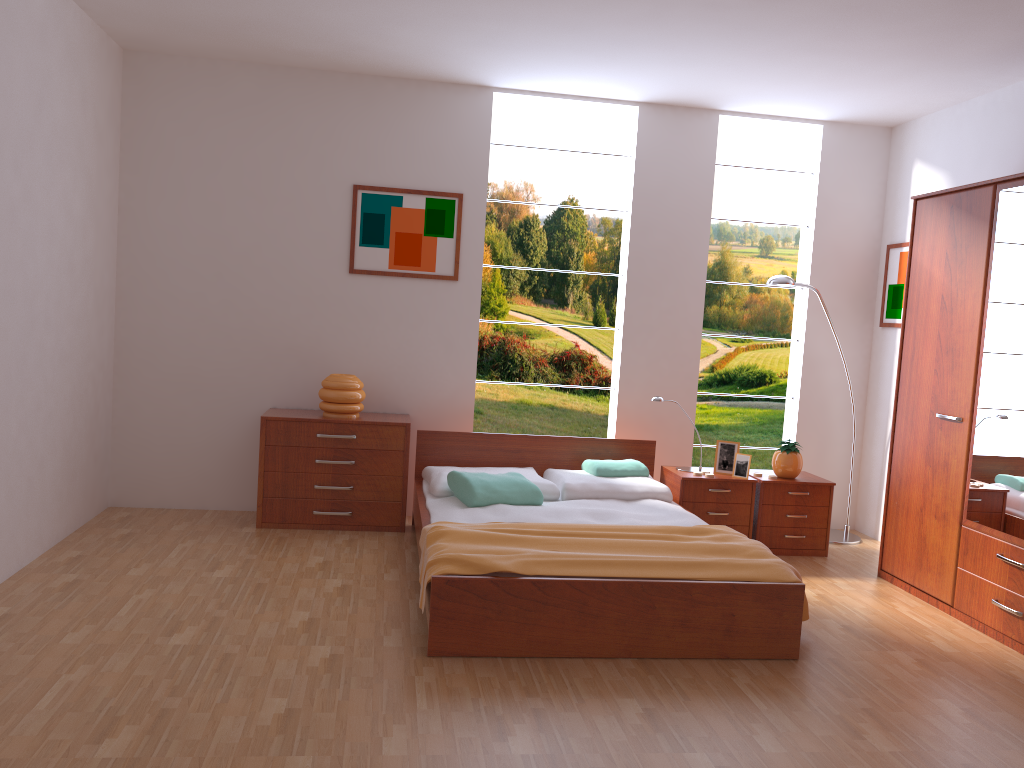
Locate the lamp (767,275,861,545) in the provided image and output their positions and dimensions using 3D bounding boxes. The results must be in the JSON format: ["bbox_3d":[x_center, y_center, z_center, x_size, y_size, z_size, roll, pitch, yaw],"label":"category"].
[{"bbox_3d":[1.862,0.168,5.378,0.799,1.603,0.387,1,5,-35],"label":"lamp"}]

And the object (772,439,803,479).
[{"bbox_3d":[1.581,0.428,5.087,0.169,0.223,0.170,1,5,-29],"label":"object"}]

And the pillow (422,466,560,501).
[{"bbox_3d":[-0.139,0.546,4.855,0.682,0.157,0.574,3,4,-15],"label":"pillow"}]

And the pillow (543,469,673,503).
[{"bbox_3d":[0.532,0.580,4.973,0.630,0.182,0.574,3,4,-10],"label":"pillow"}]

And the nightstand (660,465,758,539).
[{"bbox_3d":[1.110,0.728,5.100,0.439,0.442,0.377,3,4,-8],"label":"nightstand"}]

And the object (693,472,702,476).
[{"bbox_3d":[1.044,0.505,4.982,0.049,0.018,0.049,2,5,-22],"label":"object"}]

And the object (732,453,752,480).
[{"bbox_3d":[1.287,0.459,4.964,0.094,0.137,0.027,7,5,37],"label":"object"}]

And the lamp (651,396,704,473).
[{"bbox_3d":[0.961,0.287,5.086,0.337,0.421,0.163,2,5,-20],"label":"lamp"}]

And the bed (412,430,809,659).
[{"bbox_3d":[0.350,0.666,4.278,1.632,0.560,1.990,3,4,-8],"label":"bed"}]

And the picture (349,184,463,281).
[{"bbox_3d":[-0.626,-0.892,5.256,0.645,0.517,0.030,3,4,-8],"label":"picture"}]

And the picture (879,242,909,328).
[{"bbox_3d":[2.403,-0.591,5.286,0.030,0.517,0.645,3,4,-8],"label":"picture"}]

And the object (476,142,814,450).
[{"bbox_3d":[0.877,-0.510,5.588,2.205,1.815,0.033,3,4,-8],"label":"object"}]

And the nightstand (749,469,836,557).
[{"bbox_3d":[1.569,0.752,5.167,0.439,0.442,0.377,3,4,-8],"label":"nightstand"}]

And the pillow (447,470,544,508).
[{"bbox_3d":[-0.086,0.534,4.509,0.425,0.164,0.334,1,5,-32],"label":"pillow"}]

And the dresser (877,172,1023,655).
[{"bbox_3d":[2.358,0.130,3.667,0.487,2.004,2.017,3,4,-8],"label":"dresser"}]

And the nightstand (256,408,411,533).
[{"bbox_3d":[-1.011,0.492,5.096,0.815,0.626,0.428,3,4,-8],"label":"nightstand"}]

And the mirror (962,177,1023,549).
[{"bbox_3d":[2.162,-0.095,3.667,0.037,1.556,0.681,3,4,-8],"label":"mirror"}]

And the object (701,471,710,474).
[{"bbox_3d":[1.099,0.505,5.034,0.049,0.018,0.049,2,5,-22],"label":"object"}]

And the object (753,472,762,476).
[{"bbox_3d":[1.411,0.520,5.089,0.049,0.018,0.049,2,5,-22],"label":"object"}]

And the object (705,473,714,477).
[{"bbox_3d":[1.103,0.511,4.951,0.049,0.018,0.049,2,5,-22],"label":"object"}]

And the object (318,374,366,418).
[{"bbox_3d":[-0.970,0.067,5.064,0.264,0.244,0.264,4,4,8],"label":"object"}]

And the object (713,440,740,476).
[{"bbox_3d":[1.225,0.422,5.059,0.131,0.191,0.037,5,5,22],"label":"object"}]

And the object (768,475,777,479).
[{"bbox_3d":[1.480,0.529,5.032,0.049,0.018,0.049,2,5,-22],"label":"object"}]

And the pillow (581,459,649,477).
[{"bbox_3d":[0.584,0.488,5.047,0.322,0.116,0.276,3,4,-11],"label":"pillow"}]
